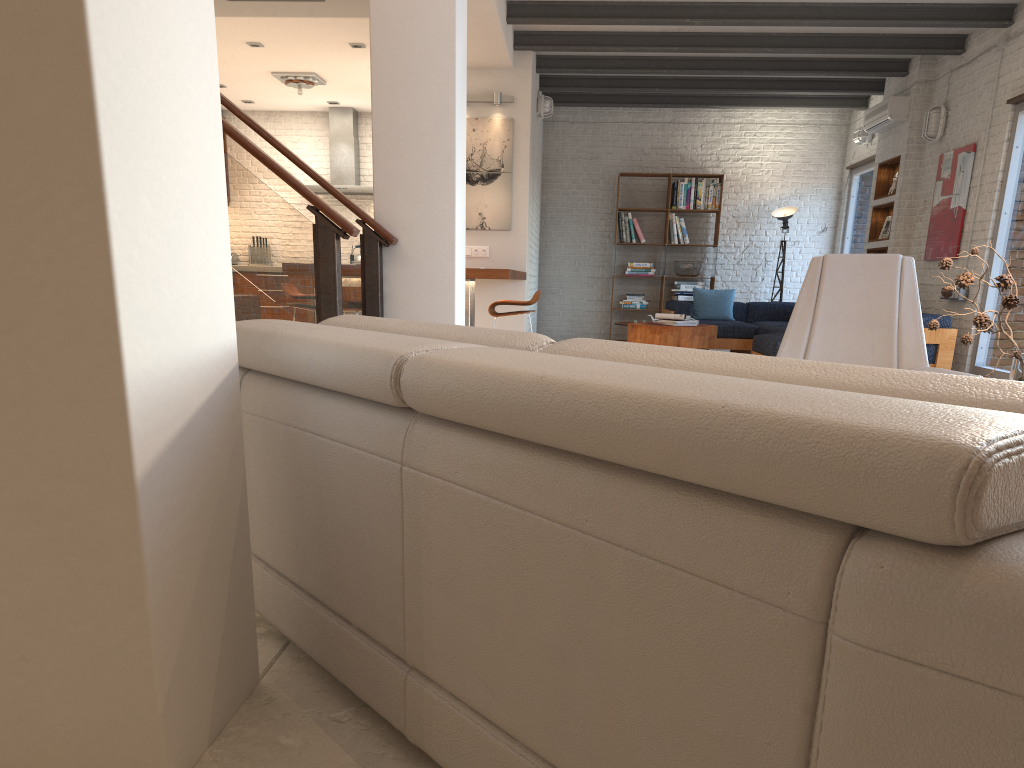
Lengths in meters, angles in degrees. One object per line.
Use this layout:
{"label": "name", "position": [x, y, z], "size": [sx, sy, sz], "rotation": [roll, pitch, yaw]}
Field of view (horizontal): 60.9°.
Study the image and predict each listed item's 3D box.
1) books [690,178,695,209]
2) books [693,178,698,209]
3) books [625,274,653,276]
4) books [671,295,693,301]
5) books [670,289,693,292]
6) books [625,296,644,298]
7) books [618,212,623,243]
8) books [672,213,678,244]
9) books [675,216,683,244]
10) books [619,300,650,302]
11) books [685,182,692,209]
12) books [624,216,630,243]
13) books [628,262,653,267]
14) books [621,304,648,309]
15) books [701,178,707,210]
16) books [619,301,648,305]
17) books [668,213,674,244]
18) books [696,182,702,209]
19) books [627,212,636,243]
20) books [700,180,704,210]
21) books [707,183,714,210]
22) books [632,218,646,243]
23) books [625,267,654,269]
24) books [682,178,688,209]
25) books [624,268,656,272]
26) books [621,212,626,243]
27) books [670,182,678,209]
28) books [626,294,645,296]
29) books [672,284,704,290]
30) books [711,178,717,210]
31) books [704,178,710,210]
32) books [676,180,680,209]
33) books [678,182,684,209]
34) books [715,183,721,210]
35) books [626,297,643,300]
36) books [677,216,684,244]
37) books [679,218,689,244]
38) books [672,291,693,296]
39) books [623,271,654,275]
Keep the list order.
{"label": "books", "position": [2.324, -2.454, 11.299], "size": [0.036, 0.399, 0.233], "rotation": [2, 14, 4]}
{"label": "books", "position": [2.361, -2.454, 11.306], "size": [0.036, 0.399, 0.233], "rotation": [2, 14, 4]}
{"label": "books", "position": [1.695, -1.450, 11.635], "size": [0.355, 0.021, 0.262], "rotation": [2, 7, 3]}
{"label": "books", "position": [2.350, -1.148, 11.669], "size": [0.379, 0.067, 0.235], "rotation": [0, 8, -10]}
{"label": "books", "position": [2.341, -1.248, 11.641], "size": [0.444, 0.021, 0.262], "rotation": [2, 7, 3]}
{"label": "books", "position": [1.645, -1.176, 11.742], "size": [0.236, 0.019, 0.164], "rotation": [1, 7, -3]}
{"label": "books", "position": [1.426, -2.054, 11.483], "size": [0.091, 0.400, 0.233], "rotation": [2, 14, 4]}
{"label": "books", "position": [2.122, -2.029, 11.435], "size": [0.103, 0.399, 0.233], "rotation": [2, 14, 4]}
{"label": "books", "position": [2.176, -2.011, 11.446], "size": [0.125, 0.363, 0.260], "rotation": [2, 13, 4]}
{"label": "books", "position": [1.649, -1.120, 11.728], "size": [0.380, 0.019, 0.235], "rotation": [1, 7, -4]}
{"label": "books", "position": [2.278, -2.431, 11.329], "size": [0.055, 0.343, 0.244], "rotation": [2, 13, 4]}
{"label": "books", "position": [1.515, -2.029, 11.511], "size": [0.102, 0.347, 0.244], "rotation": [2, 13, 4]}
{"label": "books", "position": [1.707, -1.583, 11.600], "size": [0.326, 0.058, 0.245], "rotation": [2, 7, 6]}
{"label": "books", "position": [1.653, -1.046, 11.750], "size": [0.325, 0.058, 0.246], "rotation": [3, 8, 13]}
{"label": "books", "position": [2.476, -2.452, 11.313], "size": [0.036, 0.399, 0.233], "rotation": [2, 14, 4]}
{"label": "books", "position": [1.634, -1.094, 11.746], "size": [0.379, 0.038, 0.235], "rotation": [2, 7, 3]}
{"label": "books", "position": [2.086, -2.033, 11.459], "size": [0.101, 0.399, 0.233], "rotation": [2, 14, 4]}
{"label": "books", "position": [2.406, -2.424, 11.297], "size": [0.055, 0.343, 0.244], "rotation": [2, 13, 4]}
{"label": "books", "position": [1.569, -2.048, 11.471], "size": [0.121, 0.397, 0.233], "rotation": [2, 14, 4]}
{"label": "books", "position": [2.446, -2.438, 11.305], "size": [0.021, 0.374, 0.260], "rotation": [2, 13, 4]}
{"label": "books", "position": [2.558, -2.420, 11.298], "size": [0.055, 0.343, 0.244], "rotation": [2, 13, 4]}
{"label": "books", "position": [1.662, -2.017, 11.497], "size": [0.195, 0.332, 0.244], "rotation": [2, 13, 4]}
{"label": "books", "position": [1.698, -1.545, 11.614], "size": [0.355, 0.021, 0.262], "rotation": [2, 7, 2]}
{"label": "books", "position": [2.230, -2.458, 11.310], "size": [0.036, 0.399, 0.233], "rotation": [2, 14, 4]}
{"label": "books", "position": [1.698, -1.514, 11.603], "size": [0.380, 0.038, 0.235], "rotation": [1, 7, -3]}
{"label": "books", "position": [1.463, -2.054, 11.489], "size": [0.091, 0.400, 0.233], "rotation": [2, 14, 4]}
{"label": "books", "position": [2.107, -2.436, 11.339], "size": [0.055, 0.343, 0.244], "rotation": [2, 13, 4]}
{"label": "books", "position": [1.653, -1.200, 11.715], "size": [0.252, 0.018, 0.156], "rotation": [2, 7, 3]}
{"label": "books", "position": [2.352, -1.292, 11.646], "size": [0.380, 0.067, 0.235], "rotation": [1, 8, -2]}
{"label": "books", "position": [2.606, -2.447, 11.293], "size": [0.036, 0.399, 0.233], "rotation": [2, 14, 4]}
{"label": "books", "position": [2.512, -2.450, 11.298], "size": [0.036, 0.399, 0.233], "rotation": [2, 14, 4]}
{"label": "books", "position": [2.146, -2.449, 11.331], "size": [0.021, 0.374, 0.260], "rotation": [2, 13, 4]}
{"label": "books", "position": [2.183, -2.431, 11.316], "size": [0.055, 0.343, 0.244], "rotation": [2, 13, 4]}
{"label": "books", "position": [2.656, -2.420, 11.313], "size": [0.055, 0.343, 0.244], "rotation": [2, 13, 4]}
{"label": "books", "position": [1.650, -1.149, 11.743], "size": [0.206, 0.035, 0.127], "rotation": [2, 8, 3]}
{"label": "books", "position": [2.198, -2.012, 11.454], "size": [0.125, 0.363, 0.260], "rotation": [2, 13, 4]}
{"label": "books", "position": [2.245, -2.000, 11.440], "size": [0.158, 0.342, 0.244], "rotation": [2, 13, 4]}
{"label": "books", "position": [2.323, -1.208, 11.642], "size": [0.326, 0.058, 0.245], "rotation": [1, 7, -2]}
{"label": "books", "position": [1.686, -1.478, 11.621], "size": [0.380, 0.038, 0.235], "rotation": [1, 7, -1]}
